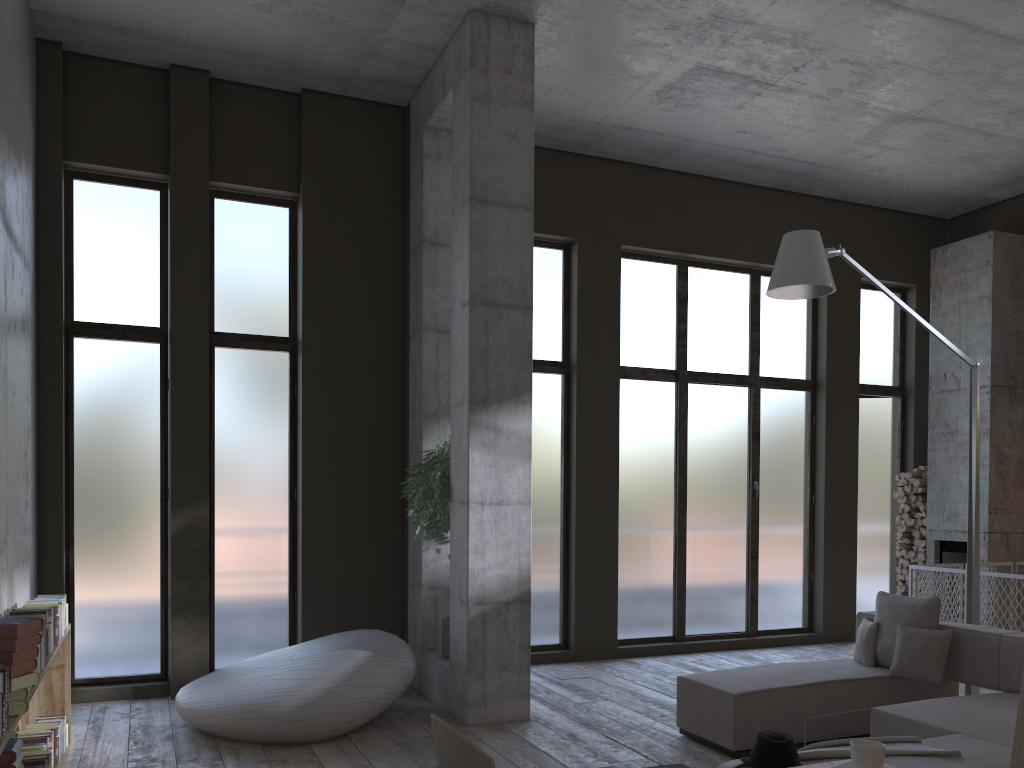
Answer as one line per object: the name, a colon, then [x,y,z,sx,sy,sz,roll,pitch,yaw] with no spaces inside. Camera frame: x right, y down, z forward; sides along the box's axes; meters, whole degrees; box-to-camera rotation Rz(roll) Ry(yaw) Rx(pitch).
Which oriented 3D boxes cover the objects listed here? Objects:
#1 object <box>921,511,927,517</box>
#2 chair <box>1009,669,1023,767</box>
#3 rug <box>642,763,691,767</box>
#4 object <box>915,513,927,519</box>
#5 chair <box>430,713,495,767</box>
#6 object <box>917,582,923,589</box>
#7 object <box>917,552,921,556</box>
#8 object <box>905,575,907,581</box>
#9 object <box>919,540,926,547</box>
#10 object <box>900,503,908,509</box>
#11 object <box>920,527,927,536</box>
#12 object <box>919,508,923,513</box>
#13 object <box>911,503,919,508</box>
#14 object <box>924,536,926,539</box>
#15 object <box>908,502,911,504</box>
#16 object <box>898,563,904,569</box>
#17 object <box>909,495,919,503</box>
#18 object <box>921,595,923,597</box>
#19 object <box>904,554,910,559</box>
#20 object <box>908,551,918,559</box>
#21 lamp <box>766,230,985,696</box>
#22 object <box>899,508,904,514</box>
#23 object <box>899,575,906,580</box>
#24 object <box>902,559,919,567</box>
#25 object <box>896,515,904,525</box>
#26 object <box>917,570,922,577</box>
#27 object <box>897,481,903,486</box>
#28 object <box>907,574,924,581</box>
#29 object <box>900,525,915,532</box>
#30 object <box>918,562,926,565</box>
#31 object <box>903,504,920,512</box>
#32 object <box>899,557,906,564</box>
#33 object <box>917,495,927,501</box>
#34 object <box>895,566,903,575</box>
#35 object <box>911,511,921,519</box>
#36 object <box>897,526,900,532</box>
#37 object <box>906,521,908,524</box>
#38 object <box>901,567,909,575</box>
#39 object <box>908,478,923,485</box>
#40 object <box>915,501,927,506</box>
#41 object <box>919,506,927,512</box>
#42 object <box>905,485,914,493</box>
object: [4.962,1.521,10.252,0.423,0.072,0.071,4,-4,-24]
chair: [1.217,1.364,2.288,0.722,1.193,0.349,1,0,-19]
rug: [-0.067,2.201,4.338,2.921,0.049,1.170,4,-8,-23]
object: [4.949,1.556,10.331,0.435,0.079,0.115,4,-6,-24]
chair: [0.221,1.302,1.868,0.722,1.193,0.349,1,0,-23]
object: [4.954,2.356,10.309,0.456,0.089,0.091,4,-4,-24]
object: [4.943,1.999,10.321,0.423,0.071,0.067,4,-4,-24]
object: [4.869,2.312,10.467,0.423,0.067,0.067,4,-4,-24]
object: [4.963,1.861,10.237,0.480,0.083,0.094,4,-5,-24]
object: [4.810,1.477,10.542,0.293,0.103,0.101,3,-4,-22]
object: [4.927,1.728,10.233,0.365,0.108,0.089,3,-3,-24]
object: [4.974,1.493,10.387,0.292,0.102,0.104,3,-4,-24]
object: [4.884,1.432,10.398,0.360,0.074,0.064,4,-4,-25]
object: [4.982,1.782,10.281,0.363,0.086,0.101,3,-5,-24]
object: [4.837,1.399,10.443,0.333,0.056,0.089,4,-6,-24]
object: [4.735,2.177,10.506,0.251,0.073,0.045,3,-2,-24]
object: [4.893,1.358,10.361,0.456,0.089,0.091,4,-4,-25]
object: [4.956,2.491,10.270,0.423,0.072,0.071,4,-4,-24]
object: [4.832,2.056,10.456,0.333,0.056,0.089,4,-6,-24]
object: [4.888,2.016,10.374,0.456,0.089,0.091,4,-4,-25]
lamp: [2.896,0.790,6.378,2.633,3.419,0.755,2,0,-35]
object: [4.739,1.519,10.494,0.251,0.073,0.045,3,-2,-24]
object: [4.837,2.320,10.542,0.423,0.067,0.067,4,-4,-24]
object: [4.802,2.131,10.451,0.294,0.107,0.099,3,-4,-22]
object: [4.783,1.640,10.574,0.364,0.125,0.064,3,-2,-24]
object: [4.905,2.219,10.328,0.455,0.089,0.091,3,-4,-22]
object: [4.814,1.199,10.546,0.364,0.068,0.123,3,-6,-22]
object: [4.896,2.293,10.397,0.480,0.083,0.094,4,-5,-24]
object: [4.829,1.722,10.445,0.480,0.083,0.094,4,-5,-24]
object: [4.940,2.127,10.289,0.425,0.085,0.067,4,-3,-25]
object: [4.806,1.473,10.438,0.294,0.107,0.099,3,-4,-22]
object: [4.806,2.135,10.555,0.293,0.103,0.101,3,-4,-22]
object: [4.947,1.342,10.308,0.423,0.071,0.067,4,-4,-24]
object: [4.786,2.251,10.569,0.365,0.108,0.089,3,-3,-24]
object: [4.919,1.556,10.428,0.363,0.086,0.101,3,-5,-24]
object: [4.802,1.741,10.516,0.423,0.067,0.067,4,-4,-24]
object: [4.878,1.642,10.392,0.435,0.079,0.115,4,-6,-24]
object: [4.861,2.237,10.503,0.437,0.093,0.093,4,-4,-24]
object: [4.848,1.154,10.342,0.363,0.084,0.104,3,-5,-24]
object: [4.920,1.407,10.303,0.364,0.067,0.122,3,-6,-22]
object: [4.944,1.469,10.276,0.425,0.085,0.067,4,-3,-25]
object: [4.865,1.246,10.391,0.480,0.083,0.094,4,-5,-24]
